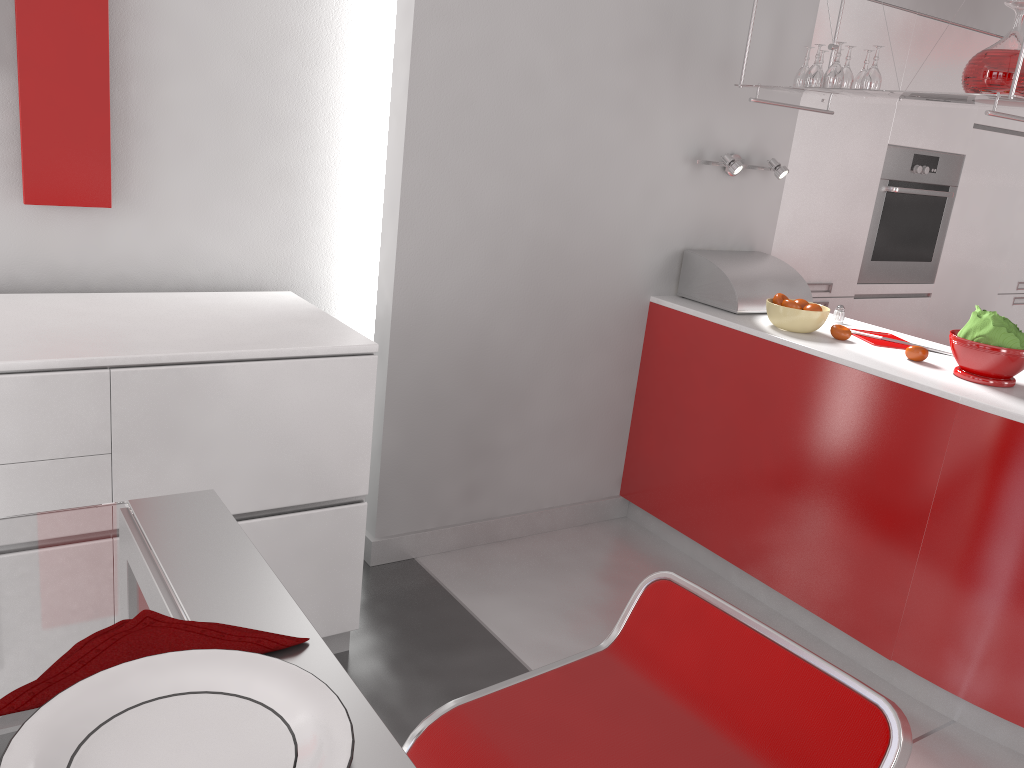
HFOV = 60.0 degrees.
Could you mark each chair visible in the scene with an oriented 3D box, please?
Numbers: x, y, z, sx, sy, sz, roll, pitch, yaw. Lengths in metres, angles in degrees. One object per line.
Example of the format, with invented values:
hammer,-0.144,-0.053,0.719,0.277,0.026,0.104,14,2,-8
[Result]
chair,0.119,0.731,1.111,0.460,0.857,0.418,-7,21,-38

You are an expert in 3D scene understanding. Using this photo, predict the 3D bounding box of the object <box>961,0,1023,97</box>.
object,1.368,-0.911,2.433,0.213,0.266,0.213,5,16,-7

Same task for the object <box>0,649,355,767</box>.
object,-0.213,0.241,0.579,0.217,0.015,0.217,7,16,1

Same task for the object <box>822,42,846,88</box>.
object,0.994,-0.973,2.722,0.060,0.141,0.060,16,19,30

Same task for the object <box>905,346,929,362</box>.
object,1.208,-0.092,2.647,0.064,0.048,0.063,17,19,31

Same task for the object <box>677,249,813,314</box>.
object,0.869,-0.380,3.258,0.400,0.170,0.300,-5,20,-34

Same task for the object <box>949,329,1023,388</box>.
object,1.341,-0.068,2.494,0.229,0.118,0.228,14,18,25

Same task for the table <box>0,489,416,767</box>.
table,-0.255,0.869,0.237,0.800,1.000,1.700,-5,20,-34

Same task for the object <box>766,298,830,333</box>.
object,0.930,-0.218,2.907,0.201,0.086,0.201,-4,19,-33

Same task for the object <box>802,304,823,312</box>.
object,0.975,-0.237,2.880,0.062,0.049,0.066,-2,18,-26

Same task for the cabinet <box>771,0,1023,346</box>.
cabinet,1.857,-0.657,4.436,2.398,2.026,0.614,-5,20,-34

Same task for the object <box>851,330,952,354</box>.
object,1.260,-0.138,2.875,0.375,0.008,0.041,16,19,30

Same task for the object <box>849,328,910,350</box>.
object,1.215,-0.146,2.909,0.168,0.006,0.266,4,16,-8

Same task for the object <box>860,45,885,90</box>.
object,1.105,-0.957,2.709,0.060,0.141,0.060,-5,20,-34

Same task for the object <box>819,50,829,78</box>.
object,1.031,-1.044,2.979,0.060,0.141,0.060,-5,20,-34

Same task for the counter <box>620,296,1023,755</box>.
counter,1.876,0.421,2.819,2.865,0.880,1.868,6,16,-1

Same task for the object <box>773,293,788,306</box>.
object,0.897,-0.272,2.951,0.055,0.058,0.066,20,21,38

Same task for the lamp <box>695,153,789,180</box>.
lamp,0.853,-0.784,3.205,0.454,0.081,0.155,-5,20,-34

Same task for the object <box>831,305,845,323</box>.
object,1.151,-0.247,3.119,0.042,0.066,0.043,0,17,-21

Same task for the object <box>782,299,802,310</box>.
object,0.914,-0.249,2.897,0.065,0.052,0.062,20,21,38

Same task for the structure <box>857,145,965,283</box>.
structure,1.803,-0.738,3.965,0.599,0.589,0.050,-5,20,-34

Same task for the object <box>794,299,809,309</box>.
object,0.957,-0.257,2.941,0.062,0.049,0.066,-6,20,-37

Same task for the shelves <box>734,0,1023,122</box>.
shelves,1.230,-1.307,2.557,0.462,1.023,0.934,-5,20,-34

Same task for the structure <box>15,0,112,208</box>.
structure,-1.293,-1.150,1.878,0.820,1.503,0.040,-5,20,-34

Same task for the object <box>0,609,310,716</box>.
object,-0.283,0.202,0.691,0.234,0.012,0.095,-5,20,-33

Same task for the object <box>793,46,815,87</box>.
object,0.966,-1.036,2.924,0.060,0.141,0.060,-5,20,-34

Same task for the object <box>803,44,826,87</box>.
object,0.970,-1.008,2.832,0.060,0.141,0.060,16,19,30

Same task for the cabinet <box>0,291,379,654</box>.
cabinet,-1.285,0.294,2.006,1.802,0.880,0.610,-5,20,-34

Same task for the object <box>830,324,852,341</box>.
object,1.051,-0.163,2.837,0.063,0.047,0.065,-5,20,-34

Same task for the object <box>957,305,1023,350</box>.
object,1.353,-0.116,2.471,0.193,0.182,0.198,-2,19,-28

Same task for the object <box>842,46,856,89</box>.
object,1.049,-0.986,2.786,0.060,0.141,0.060,-5,20,-34

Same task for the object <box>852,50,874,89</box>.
object,1.125,-0.991,2.833,0.060,0.141,0.060,-5,20,-34

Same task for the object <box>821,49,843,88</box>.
object,1.051,-1.018,2.896,0.060,0.141,0.060,-5,20,-34
